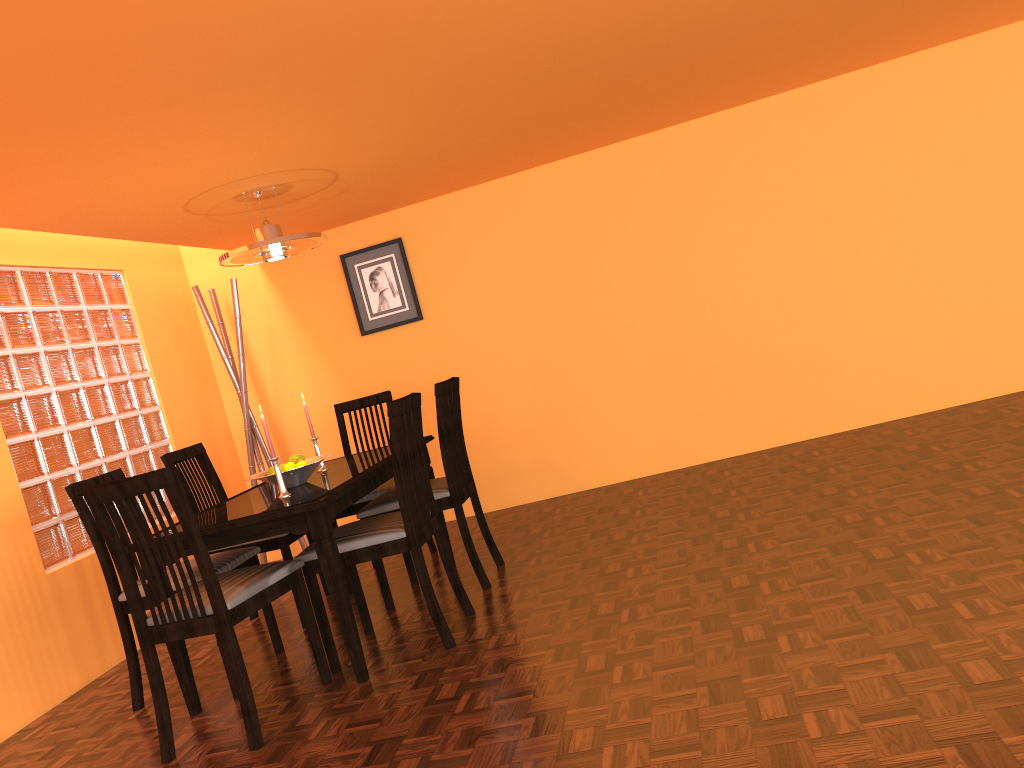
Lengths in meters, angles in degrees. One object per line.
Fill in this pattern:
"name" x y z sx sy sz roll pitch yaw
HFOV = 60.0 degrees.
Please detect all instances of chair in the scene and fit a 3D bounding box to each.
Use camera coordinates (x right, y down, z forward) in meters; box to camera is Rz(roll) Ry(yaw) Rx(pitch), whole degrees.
"chair" -0.627 0.469 4.034 0.373 0.809 0.465 -15 3 6
"chair" -0.445 0.480 2.961 0.465 0.809 0.373 -14 3 11
"chair" -1.174 0.666 3.108 0.465 0.809 0.373 -14 3 11
"chair" -0.883 0.616 2.601 0.373 0.809 0.465 -14 3 16
"chair" -1.076 0.608 3.673 0.465 0.809 0.373 -14 3 11
"chair" -0.347 0.422 3.527 0.465 0.809 0.373 -14 3 11

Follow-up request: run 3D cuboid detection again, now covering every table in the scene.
"table" -0.704 0.646 3.311 0.697 0.584 1.259 -14 3 11

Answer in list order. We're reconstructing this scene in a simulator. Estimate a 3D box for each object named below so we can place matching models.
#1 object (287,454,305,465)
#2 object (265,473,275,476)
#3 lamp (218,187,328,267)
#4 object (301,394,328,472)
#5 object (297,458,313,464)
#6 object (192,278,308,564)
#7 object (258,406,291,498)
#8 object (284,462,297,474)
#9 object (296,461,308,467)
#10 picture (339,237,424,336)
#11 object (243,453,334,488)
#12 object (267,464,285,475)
"object" -0.807 0.296 3.325 0.069 0.066 0.069 -14 3 21
"object" -0.805 0.331 3.202 0.150 0.052 0.066 -17 4 -31
"lamp" -0.982 -0.634 3.555 0.435 0.274 0.435 -13 4 33
"object" -0.795 0.187 3.524 0.044 0.326 0.044 -15 3 0
"object" -0.756 0.299 3.263 0.055 0.070 0.066 -15 3 -8
"object" -1.383 0.230 4.746 0.308 1.589 0.226 -13 4 33
"object" -0.807 0.221 2.977 0.044 0.326 0.044 -15 3 0
"object" -0.791 0.302 3.161 0.046 0.046 0.055 -15 3 -6
"object" -0.759 0.303 3.201 0.055 0.046 0.046 -16 3 -26
"picture" -0.708 -0.524 4.808 0.361 0.456 0.014 -14 3 11
"object" -0.808 0.337 3.256 0.337 0.072 0.337 -16 3 -23
"object" -0.845 0.332 3.234 0.089 0.076 0.087 -14 3 17
